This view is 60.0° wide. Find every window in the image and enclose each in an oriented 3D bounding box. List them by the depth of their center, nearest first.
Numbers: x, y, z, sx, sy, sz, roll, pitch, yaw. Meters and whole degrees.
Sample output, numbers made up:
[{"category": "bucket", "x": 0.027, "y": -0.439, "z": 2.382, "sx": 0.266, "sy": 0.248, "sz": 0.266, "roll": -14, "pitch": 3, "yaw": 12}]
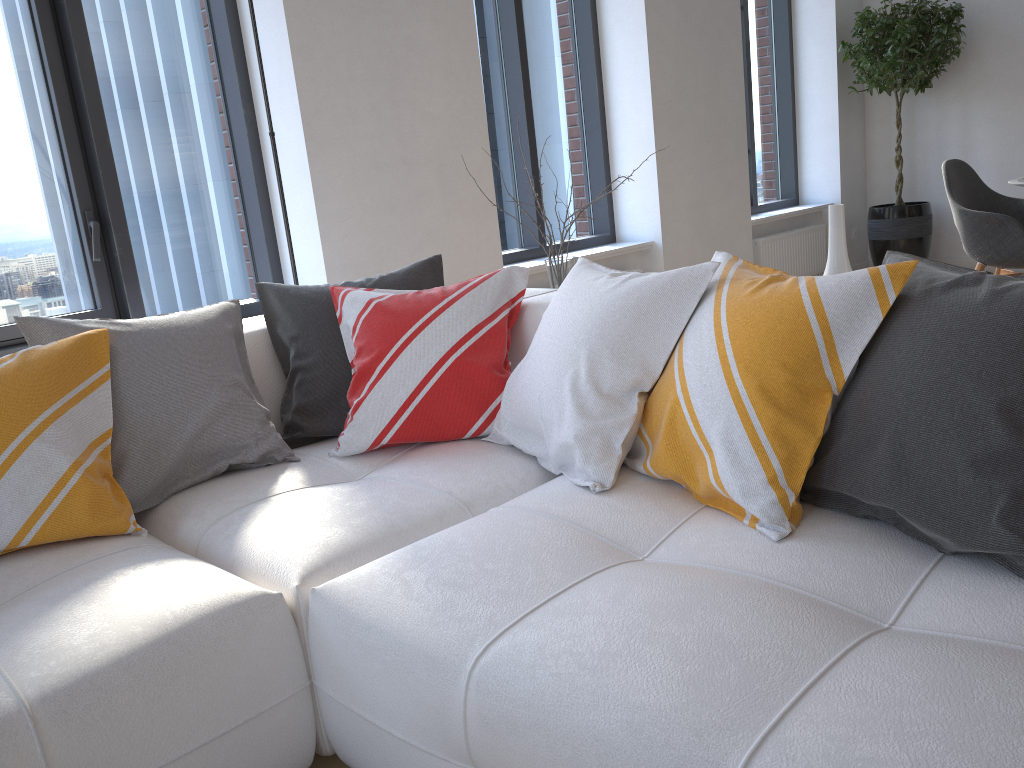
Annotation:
[{"category": "window", "x": -1.630, "y": -1.345, "z": 3.249, "sx": 1.310, "sy": 2.402, "sz": 0.170, "roll": -18, "pitch": 17, "yaw": -42}, {"category": "window", "x": -0.011, "y": -1.884, "z": 4.790, "sx": 1.310, "sy": 2.402, "sz": 0.170, "roll": -18, "pitch": 17, "yaw": -42}, {"category": "window", "x": 1.608, "y": -2.423, "z": 6.331, "sx": 1.310, "sy": 2.402, "sz": 0.170, "roll": -18, "pitch": 17, "yaw": -42}]

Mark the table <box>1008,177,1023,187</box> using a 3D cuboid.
[{"category": "table", "x": 3.021, "y": -0.570, "z": 3.872, "sx": 1.499, "sy": 0.764, "sz": 1.499, "roll": 3, "pitch": 16, "yaw": 35}]

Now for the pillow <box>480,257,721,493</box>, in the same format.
[{"category": "pillow", "x": -0.662, "y": 0.102, "z": 1.685, "sx": 2.156, "sy": 0.456, "sz": 0.580, "roll": -11, "pitch": 13, "yaw": -17}]

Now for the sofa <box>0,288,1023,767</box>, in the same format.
[{"category": "sofa", "x": -0.078, "y": 0.438, "z": 1.151, "sx": 2.614, "sy": 0.732, "sz": 3.424, "roll": -18, "pitch": 17, "yaw": -42}]

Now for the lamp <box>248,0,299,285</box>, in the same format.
[{"category": "lamp", "x": -0.533, "y": -0.745, "z": 2.229, "sx": 0.710, "sy": 2.647, "sz": 3.199, "roll": -8, "pitch": 13, "yaw": -7}]

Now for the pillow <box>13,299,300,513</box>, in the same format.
[{"category": "pillow", "x": 0.239, "y": 0.059, "z": 1.413, "sx": 2.953, "sy": 0.453, "sz": 0.647, "roll": 2, "pitch": 15, "yaw": 33}]

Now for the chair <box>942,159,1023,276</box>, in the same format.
[{"category": "chair", "x": 2.497, "y": -0.694, "z": 4.429, "sx": 0.655, "sy": 0.891, "sz": 0.619, "roll": -18, "pitch": 17, "yaw": -41}]

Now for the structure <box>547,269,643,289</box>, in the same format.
[{"category": "structure", "x": 0.418, "y": -0.344, "z": 4.927, "sx": 1.015, "sy": 0.460, "sz": 0.110, "roll": -18, "pitch": 17, "yaw": -42}]

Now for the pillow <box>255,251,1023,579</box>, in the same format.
[{"category": "pillow", "x": 0.171, "y": -0.048, "z": 1.930, "sx": 2.120, "sy": 0.436, "sz": 0.608, "roll": 5, "pitch": 17, "yaw": 41}]

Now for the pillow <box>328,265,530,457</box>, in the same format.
[{"category": "pillow", "x": 0.409, "y": 0.003, "z": 1.710, "sx": 2.250, "sy": 0.449, "sz": 0.575, "roll": 6, "pitch": 18, "yaw": 43}]

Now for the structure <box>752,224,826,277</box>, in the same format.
[{"category": "structure", "x": 2.036, "y": -0.882, "z": 6.466, "sx": 1.015, "sy": 0.460, "sz": 0.110, "roll": -18, "pitch": 17, "yaw": -42}]

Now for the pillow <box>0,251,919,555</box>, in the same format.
[{"category": "pillow", "x": -0.346, "y": 0.077, "z": 1.717, "sx": 2.095, "sy": 0.440, "sz": 0.630, "roll": -6, "pitch": 13, "yaw": 3}]

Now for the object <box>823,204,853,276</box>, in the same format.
[{"category": "object", "x": 0.732, "y": -0.237, "z": 2.193, "sx": 0.319, "sy": 0.398, "sz": 0.316, "roll": -11, "pitch": 14, "yaw": -19}]

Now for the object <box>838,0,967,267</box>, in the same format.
[{"category": "object", "x": 2.798, "y": -1.754, "z": 6.345, "sx": 0.813, "sy": 2.019, "sz": 0.801, "roll": -17, "pitch": 17, "yaw": -39}]

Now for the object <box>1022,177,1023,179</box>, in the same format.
[{"category": "object", "x": 2.610, "y": -0.987, "z": 4.178, "sx": 0.360, "sy": 0.002, "sz": 0.360, "roll": -7, "pitch": 13, "yaw": -1}]

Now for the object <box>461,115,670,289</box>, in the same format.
[{"category": "object", "x": 0.166, "y": -0.493, "z": 2.814, "sx": 0.607, "sy": 0.744, "sz": 0.406, "roll": -7, "pitch": 13, "yaw": -3}]
